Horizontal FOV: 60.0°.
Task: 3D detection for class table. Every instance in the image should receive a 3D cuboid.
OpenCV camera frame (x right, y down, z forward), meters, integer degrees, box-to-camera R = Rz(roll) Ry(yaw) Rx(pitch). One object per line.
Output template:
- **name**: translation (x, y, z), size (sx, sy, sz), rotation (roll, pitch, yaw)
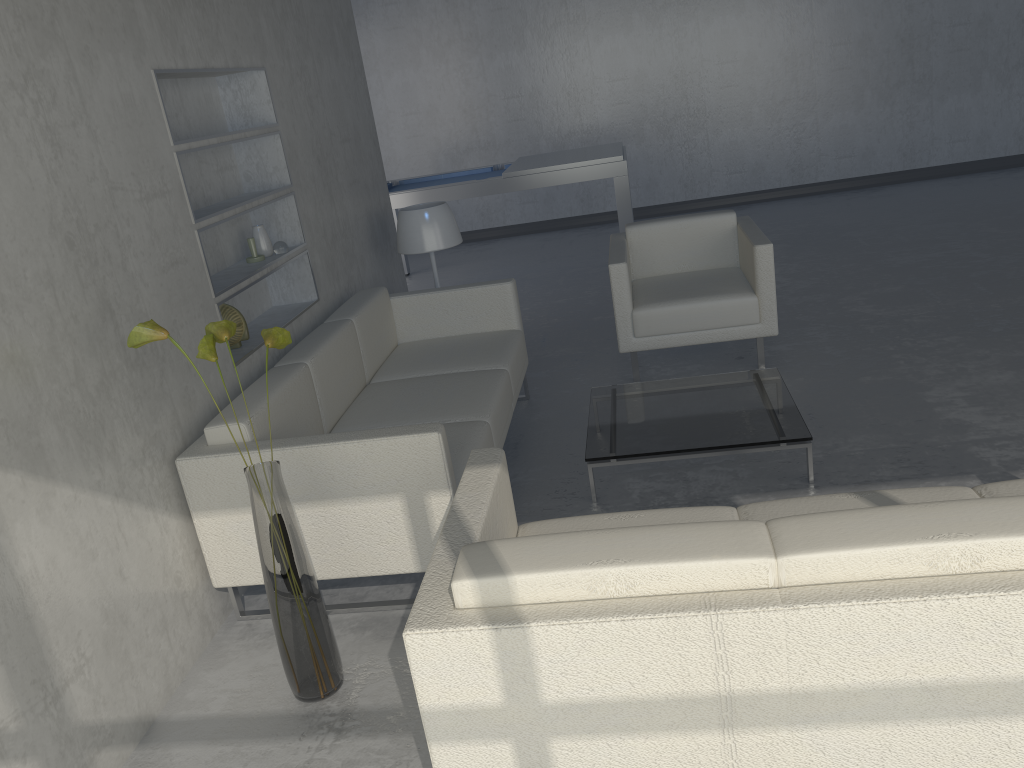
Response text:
- **table**: translation (0.690, 0.185, 3.413), size (0.773, 0.190, 0.730), rotation (-6, 19, 9)
- **table**: translation (-0.104, -1.289, 7.023), size (2.095, 0.835, 1.180), rotation (-6, 19, 9)

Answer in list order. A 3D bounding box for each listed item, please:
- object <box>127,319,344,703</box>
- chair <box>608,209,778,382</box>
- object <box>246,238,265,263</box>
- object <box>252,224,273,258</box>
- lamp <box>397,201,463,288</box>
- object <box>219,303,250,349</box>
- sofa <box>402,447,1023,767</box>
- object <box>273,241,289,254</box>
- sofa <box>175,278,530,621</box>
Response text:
- **object**: translation (-0.635, 0.289, 2.416), size (0.387, 1.051, 0.400), rotation (4, 23, 35)
- **chair**: translation (0.900, -0.481, 4.517), size (0.748, 0.662, 0.821), rotation (-6, 19, 9)
- **object**: translation (-1.051, -0.545, 3.601), size (0.074, 0.094, 0.074), rotation (-18, 21, -25)
- **object**: translation (-1.038, -0.592, 3.673), size (0.079, 0.130, 0.079), rotation (-7, 19, 7)
- **lamp**: translation (-0.419, -0.654, 4.705), size (0.347, 0.582, 0.347), rotation (-17, 20, -21)
- **object**: translation (-1.037, -0.224, 3.306), size (0.088, 0.179, 0.163), rotation (-10, 19, 0)
- **sofa**: translation (0.813, 0.442, 1.877), size (1.881, 0.658, 0.821), rotation (-6, 19, 9)
- **object**: translation (-0.971, -0.575, 3.720), size (0.064, 0.050, 0.064), rotation (-4, 19, 14)
- **sofa**: translation (-0.436, 0.100, 3.475), size (0.821, 0.658, 1.881), rotation (-6, 19, 9)
